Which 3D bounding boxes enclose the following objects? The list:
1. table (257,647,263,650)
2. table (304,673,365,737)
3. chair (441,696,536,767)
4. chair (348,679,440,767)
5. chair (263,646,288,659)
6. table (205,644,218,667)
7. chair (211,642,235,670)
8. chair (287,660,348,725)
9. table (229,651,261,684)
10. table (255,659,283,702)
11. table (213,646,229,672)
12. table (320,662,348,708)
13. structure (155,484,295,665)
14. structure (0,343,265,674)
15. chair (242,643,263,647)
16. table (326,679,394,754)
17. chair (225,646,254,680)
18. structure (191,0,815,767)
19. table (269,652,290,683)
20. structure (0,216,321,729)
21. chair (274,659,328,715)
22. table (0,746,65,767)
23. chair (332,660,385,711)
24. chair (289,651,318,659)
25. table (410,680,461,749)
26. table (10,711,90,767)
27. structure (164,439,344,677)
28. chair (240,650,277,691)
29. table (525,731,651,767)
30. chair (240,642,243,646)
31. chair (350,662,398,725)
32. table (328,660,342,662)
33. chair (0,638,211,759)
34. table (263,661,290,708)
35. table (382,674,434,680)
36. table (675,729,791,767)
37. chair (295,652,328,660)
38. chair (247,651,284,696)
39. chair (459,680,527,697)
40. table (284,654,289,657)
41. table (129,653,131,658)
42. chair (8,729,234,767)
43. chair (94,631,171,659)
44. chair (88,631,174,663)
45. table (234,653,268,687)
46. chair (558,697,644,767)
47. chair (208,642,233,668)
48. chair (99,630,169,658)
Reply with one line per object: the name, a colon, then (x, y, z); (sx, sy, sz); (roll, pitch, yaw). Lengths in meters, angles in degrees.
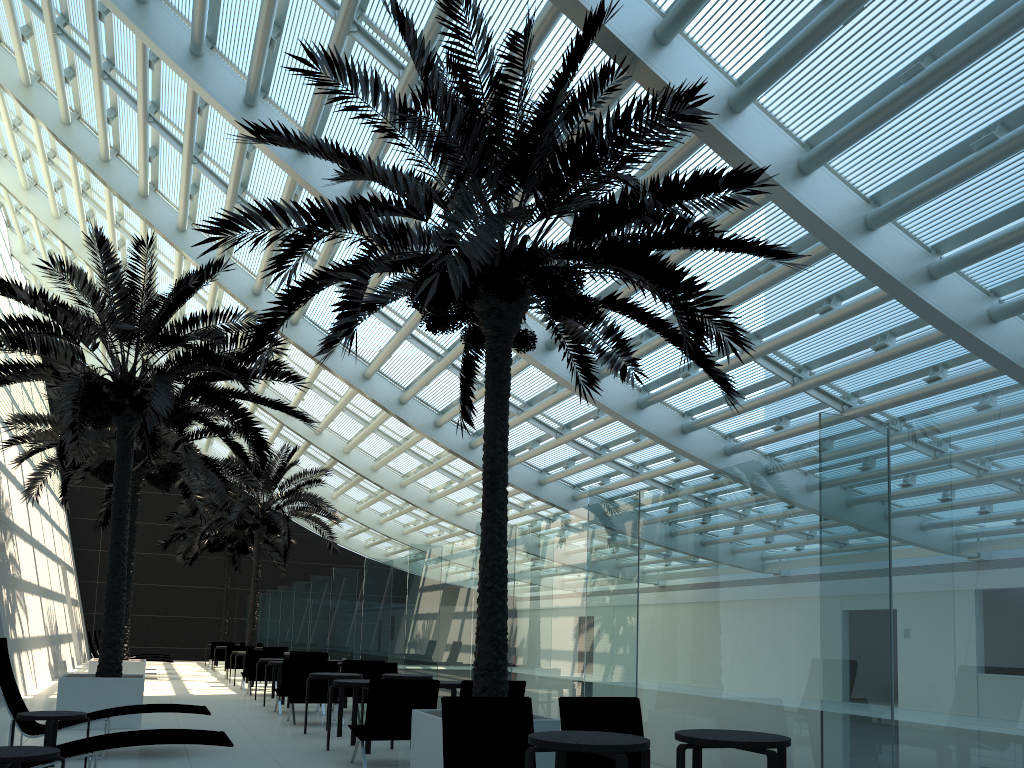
table: (-7.963, 8.693, 27.468); (0.681, 0.756, 0.701); (-1, -11, 16)
table: (-2.322, 4.191, 11.427); (0.681, 0.756, 0.701); (-1, -11, 16)
chair: (-0.027, 2.610, 5.951); (0.721, 0.859, 0.912); (6, -12, -22)
chair: (-1.221, 3.419, 8.852); (0.721, 0.859, 0.912); (6, -12, -22)
chair: (-6.293, 7.502, 23.396); (0.721, 0.859, 0.912); (6, -12, -22)
table: (-10.480, 9.635, 30.967); (0.682, 0.756, 0.699); (-3, -12, 25)
chair: (-9.353, 8.841, 28.316); (0.721, 0.859, 0.912); (6, -12, -22)
chair: (-2.812, 4.471, 12.631); (0.721, 0.859, 0.912); (6, -12, -22)
table: (-6.668, 7.095, 21.850); (0.681, 0.756, 0.701); (-1, -11, 16)
table: (-4.502, 5.648, 16.654); (0.681, 0.756, 0.701); (-1, -11, 16)
table: (-8.858, 8.558, 27.101); (0.681, 0.756, 0.701); (-1, -11, 16)
table: (-3.049, 5.403, 15.660); (0.681, 0.756, 0.700); (-2, -12, 20)
structure: (-10.631, 7.150, 33.115); (4.531, 6.795, 4.881); (11, -13, -43)
structure: (-7.743, 2.720, 17.402); (4.292, 6.673, 4.777); (0, -10, 11)
chair: (-8.492, 8.971, 28.669); (0.721, 0.859, 0.912); (6, -12, -22)
table: (-1.705, 3.773, 9.925); (0.681, 0.756, 0.700); (-2, -12, 20)
chair: (-7.154, 7.372, 23.043); (0.721, 0.859, 0.912); (6, -12, -22)
structure: (-0.107, 0.104, 7.824); (4.825, 6.796, 4.582); (2, -9, -4)
table: (-5.773, 7.230, 22.217); (0.681, 0.756, 0.701); (-1, -11, 16)
structure: (-5.235, 1.229, 11.916); (4.721, 6.615, 4.342); (11, -13, -43)
chair: (-3.459, 4.914, 14.220); (0.721, 0.859, 0.912); (6, -12, -22)
table: (-3.132, 2.538, 5.403); (0.555, 0.500, 0.571); (-3, -13, 20)
chair: (-2.599, 5.044, 14.573); (0.721, 0.859, 0.912); (6, -12, -22)
chair: (-4.779, 6.501, 19.801); (0.721, 0.859, 0.912); (6, -12, -22)
table: (-0.810, 3.908, 10.292); (0.681, 0.756, 0.700); (-2, -12, 20)
table: (-4.126, 3.202, 7.787); (0.555, 0.500, 0.571); (-3, -13, 20)
structure: (-7.509, 5.045, 25.559); (4.867, 6.796, 4.544); (7, -11, -28)
chair: (-5.640, 6.371, 19.448); (0.721, 0.859, 0.912); (6, -12, -22)
table: (0.420, 2.360, 4.852); (0.682, 0.756, 0.699); (-3, -12, 25)
chair: (-9.135, 9.411, 30.248); (0.721, 0.859, 0.912); (6, -12, -22)
chair: (-1.952, 4.601, 12.984); (0.721, 0.859, 0.912); (6, -12, -22)
table: (-3.607, 5.783, 17.022); (0.681, 0.756, 0.701); (-1, -11, 16)
chair: (-4.212, 3.240, 9.043); (2.051, 1.120, 0.946); (8, -12, -22)
table: (-3.944, 5.268, 15.293); (0.681, 0.756, 0.700); (-2, -12, 20)
table: (-1.427, 4.326, 11.794); (0.681, 0.756, 0.701); (-1, -11, 16)
table: (1.315, 2.495, 5.219); (0.682, 0.756, 0.699); (-3, -12, 25)
chair: (-4.136, 6.061, 18.223); (0.721, 0.859, 0.912); (6, -12, -22)
chair: (-4.997, 5.931, 17.870); (0.721, 0.859, 0.912); (6, -12, -22)
chair: (-0.360, 3.549, 9.205); (0.721, 0.859, 0.912); (6, -12, -22)
table: (-5.229, 6.860, 20.888); (0.681, 0.756, 0.700); (-2, -12, 20)
table: (-11.629, 8.214, 25.779); (0.555, 0.500, 0.571); (-3, -13, 20)
chair: (-3.219, 2.576, 6.660); (2.051, 1.120, 0.946); (8, -12, -22)
chair: (-10.691, 7.568, 24.578); (2.051, 1.120, 0.946); (8, -12, -22)
chair: (-9.697, 6.904, 22.195); (2.051, 1.120, 0.946); (8, -12, -22)
table: (-6.124, 6.725, 20.521); (0.681, 0.756, 0.700); (-2, -12, 20)
chair: (0.834, 2.740, 6.304); (0.721, 0.859, 0.912); (6, -12, -22)
chair: (-9.996, 9.281, 29.895); (0.721, 0.859, 0.912); (6, -12, -22)
chair: (-11.715, 8.252, 27.036); (2.051, 1.120, 0.946); (8, -12, -22)
